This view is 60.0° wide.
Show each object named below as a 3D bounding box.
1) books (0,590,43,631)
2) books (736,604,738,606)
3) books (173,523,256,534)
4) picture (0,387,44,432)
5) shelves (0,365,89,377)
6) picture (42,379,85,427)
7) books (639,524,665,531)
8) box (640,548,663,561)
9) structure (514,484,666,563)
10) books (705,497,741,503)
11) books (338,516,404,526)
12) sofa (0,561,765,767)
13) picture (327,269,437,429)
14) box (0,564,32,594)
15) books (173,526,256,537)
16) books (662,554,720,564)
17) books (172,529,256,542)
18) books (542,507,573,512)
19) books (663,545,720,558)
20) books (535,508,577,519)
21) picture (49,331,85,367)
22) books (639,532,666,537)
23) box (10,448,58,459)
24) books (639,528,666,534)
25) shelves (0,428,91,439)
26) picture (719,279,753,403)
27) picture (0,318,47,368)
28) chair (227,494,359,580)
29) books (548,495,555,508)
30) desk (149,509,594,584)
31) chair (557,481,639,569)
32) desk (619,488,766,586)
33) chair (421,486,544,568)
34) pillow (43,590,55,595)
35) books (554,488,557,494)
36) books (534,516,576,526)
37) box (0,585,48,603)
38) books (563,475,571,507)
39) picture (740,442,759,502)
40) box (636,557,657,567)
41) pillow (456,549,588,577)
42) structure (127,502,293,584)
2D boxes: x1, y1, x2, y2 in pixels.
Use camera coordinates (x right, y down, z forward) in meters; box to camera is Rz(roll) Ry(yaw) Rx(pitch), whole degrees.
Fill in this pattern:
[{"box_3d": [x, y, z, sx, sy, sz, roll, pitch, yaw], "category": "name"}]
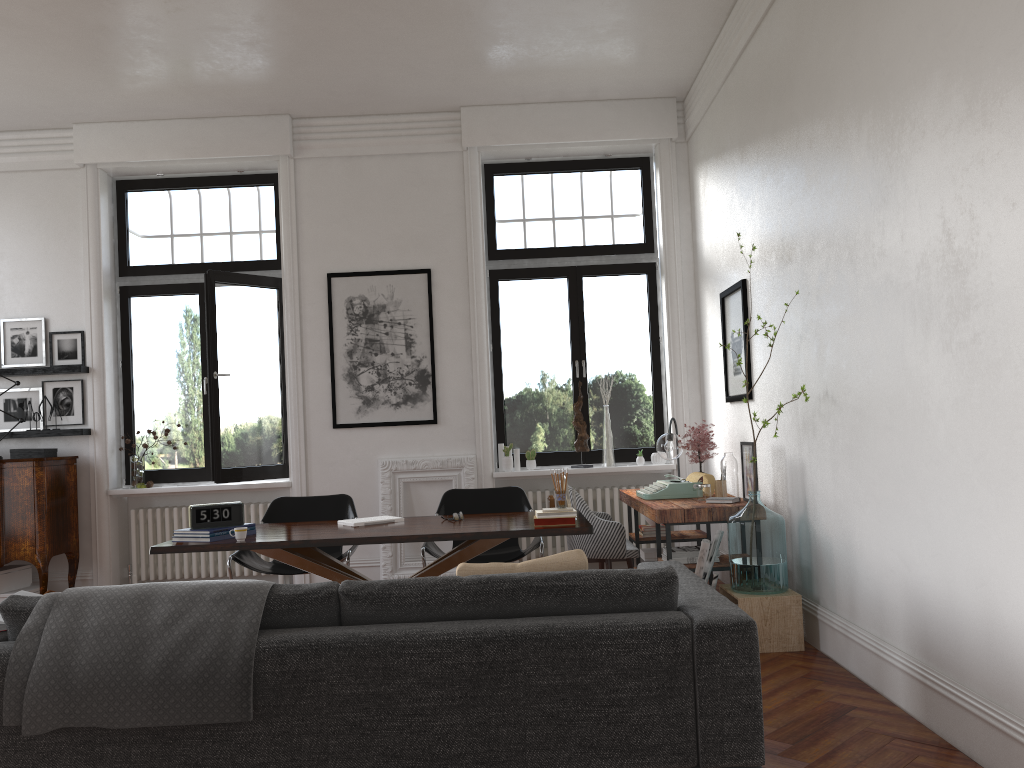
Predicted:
[{"box_3d": [-1.785, 0.797, 3.102, 0.225, 0.096, 0.278, -5, -4, 42], "category": "books"}, {"box_3d": [1.313, 1.324, 4.826, 0.187, 0.257, 0.054, -3, -2, 0], "category": "books"}, {"box_3d": [-1.585, 0.771, 4.736, 0.250, 0.017, 0.344, -4, -3, 25], "category": "books"}, {"box_3d": [-4.177, 0.221, 7.489, 0.434, 0.365, 0.020, -3, -2, 0], "category": "picture"}, {"box_3d": [-4.333, -0.089, 7.429, 1.515, 0.055, 0.158, -3, -3, 0], "category": "shelves"}, {"box_3d": [-3.794, 0.160, 7.494, 0.343, 0.384, 0.020, -3, -2, 0], "category": "picture"}, {"box_3d": [1.082, 1.096, 6.773, 0.190, 0.022, 0.239, -3, -3, -1], "category": "books"}, {"box_3d": [1.123, 1.303, 6.788, 0.256, 0.066, 0.238, -3, -3, 0], "category": "box"}, {"box_3d": [0.651, 1.294, 7.718, 1.453, 0.778, 0.225, -3, -2, 0], "category": "structure"}, {"box_3d": [1.297, 0.722, 5.517, 0.214, 0.031, 0.129, -5, -4, 37], "category": "books"}, {"box_3d": [-0.824, 0.802, 5.186, 0.325, 0.026, 0.231, 0, -4, -35], "category": "books"}, {"box_3d": [-0.550, 1.083, 3.316, 2.645, 0.828, 1.263, -3, -3, 0], "category": "sofa"}, {"box_3d": [-1.102, -0.301, 7.525, 0.883, 1.322, 0.035, -3, -2, 0], "category": "picture"}, {"box_3d": [-4.073, 1.564, 7.102, 0.209, 0.177, 0.394, -3, -3, 10], "category": "box"}, {"box_3d": [-1.584, 0.788, 4.735, 0.250, 0.017, 0.344, -4, -3, 25], "category": "books"}, {"box_3d": [1.088, 1.061, 5.416, 0.309, 0.038, 0.226, -3, -3, -1], "category": "books"}, {"box_3d": [-1.591, 0.811, 4.747, 0.264, 0.027, 0.347, -4, -3, 25], "category": "books"}, {"box_3d": [0.241, 0.661, 4.673, 0.159, 0.008, 0.128, -3, -3, 1], "category": "books"}, {"box_3d": [1.095, 1.026, 5.425, 0.309, 0.038, 0.226, -3, -3, 0], "category": "books"}, {"box_3d": [0.230, 0.681, 4.661, 0.207, 0.028, 0.164, -2, -3, -2], "category": "books"}, {"box_3d": [-3.767, -0.293, 7.506, 0.289, 0.303, 0.020, -3, -2, 0], "category": "picture"}, {"box_3d": [1.083, 1.140, 6.771, 0.209, 0.024, 0.248, -3, -3, -1], "category": "books"}, {"box_3d": [-3.906, 0.567, 7.246, 0.282, 0.086, 0.209, -3, -3, 0], "category": "box"}, {"box_3d": [1.082, 1.118, 6.770, 0.209, 0.023, 0.251, -3, -3, -1], "category": "books"}, {"box_3d": [-4.310, 0.434, 7.414, 1.515, 0.055, 0.156, -3, -3, 0], "category": "shelves"}, {"box_3d": [1.586, -0.285, 6.265, 0.050, 0.815, 0.634, -3, -2, 0], "category": "picture"}, {"box_3d": [-4.135, -0.350, 7.507, 0.369, 0.408, 0.020, -3, -2, 0], "category": "picture"}, {"box_3d": [-1.349, 1.181, 5.727, 0.752, 0.872, 0.746, -3, -2, 0], "category": "chair"}, {"box_3d": [0.222, 0.691, 4.968, 0.028, 0.124, 0.221, -3, -3, 0], "category": "books"}, {"box_3d": [-0.688, 1.167, 4.932, 2.226, 0.751, 1.030, -3, -3, 0], "category": "desk"}, {"box_3d": [0.599, 1.105, 6.102, 0.547, 0.899, 0.717, -2, -2, -8], "category": "chair"}, {"box_3d": [1.193, 1.153, 6.120, 0.647, 0.757, 1.800, -3, -3, 0], "category": "desk"}, {"box_3d": [-0.175, 1.128, 5.731, 0.752, 0.872, 0.746, -3, -2, 0], "category": "chair"}, {"box_3d": [-1.495, 0.926, 3.250, 0.470, 0.396, 0.330, -4, -3, 37], "category": "pillow"}, {"box_3d": [0.267, 0.669, 5.011, 0.041, 0.157, 0.128, -3, -2, 0], "category": "books"}, {"box_3d": [0.223, 0.714, 4.655, 0.215, 0.040, 0.159, -3, -3, 2], "category": "books"}, {"box_3d": [-3.934, 1.733, 7.098, 0.245, 0.177, 0.394, -3, -3, 0], "category": "box"}, {"box_3d": [0.308, 0.632, 4.993, 0.043, 0.239, 0.310, -3, -3, 0], "category": "books"}, {"box_3d": [1.454, 0.539, 5.429, 0.023, 0.369, 0.282, -3, -2, 0], "category": "picture"}, {"box_3d": [1.127, 1.378, 6.782, 0.317, 0.082, 0.296, -3, -3, 0], "category": "box"}, {"box_3d": [0.052, 0.823, 3.162, 0.486, 0.460, 0.225, -3, -2, 0], "category": "pillow"}, {"box_3d": [-2.618, 1.441, 7.705, 1.453, 0.778, 0.225, -3, -2, 0], "category": "structure"}]
